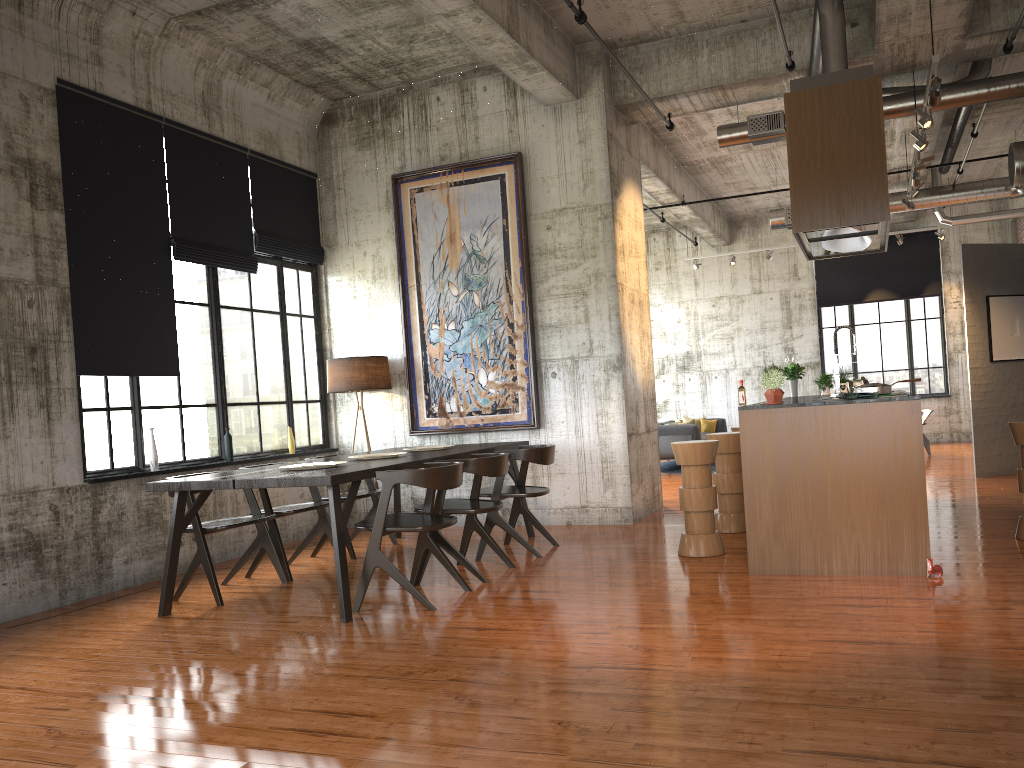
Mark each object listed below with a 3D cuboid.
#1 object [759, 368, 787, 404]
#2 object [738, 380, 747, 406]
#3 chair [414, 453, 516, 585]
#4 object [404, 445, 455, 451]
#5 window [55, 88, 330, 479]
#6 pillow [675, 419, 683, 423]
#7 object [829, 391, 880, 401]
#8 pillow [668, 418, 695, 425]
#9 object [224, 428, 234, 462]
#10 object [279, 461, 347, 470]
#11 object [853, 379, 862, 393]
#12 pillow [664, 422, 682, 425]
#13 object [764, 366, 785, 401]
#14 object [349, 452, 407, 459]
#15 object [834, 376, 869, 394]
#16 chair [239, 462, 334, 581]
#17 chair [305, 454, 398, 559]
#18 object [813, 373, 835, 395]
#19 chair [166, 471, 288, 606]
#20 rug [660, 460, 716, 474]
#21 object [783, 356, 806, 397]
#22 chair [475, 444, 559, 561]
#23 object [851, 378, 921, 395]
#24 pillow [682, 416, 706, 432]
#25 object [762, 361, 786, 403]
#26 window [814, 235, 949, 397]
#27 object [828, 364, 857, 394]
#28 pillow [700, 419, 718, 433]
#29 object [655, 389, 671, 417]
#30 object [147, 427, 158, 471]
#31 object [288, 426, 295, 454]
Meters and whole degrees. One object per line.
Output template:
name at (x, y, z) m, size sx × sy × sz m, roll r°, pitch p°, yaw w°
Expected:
object at (2.048, 0.014, 6.971) m, size 0.221 × 0.283 × 0.210 m, roll -4°, pitch 0°, yaw 30°
object at (1.856, 0.070, 7.154) m, size 0.056 × 0.208 × 0.056 m, roll -4°, pitch 0°, yaw 22°
chair at (-0.389, 1.103, 7.395) m, size 0.770 × 0.993 × 0.877 m, roll -4°, pitch 0°, yaw 22°
object at (-0.828, 0.643, 8.858) m, size 0.527 × 0.024 × 0.526 m, roll -5°, pitch -2°, yaw 32°
window at (-3.098, -0.855, 9.283) m, size 0.050 × 3.436 × 3.809 m, roll -4°, pitch 0°, yaw 22°
pillow at (3.401, 0.894, 17.963) m, size 0.229 × 0.371 × 0.404 m, roll -4°, pitch 0°, yaw 31°
object at (2.516, 0.080, 6.532) m, size 0.391 × 0.068 × 0.185 m, roll -3°, pitch -1°, yaw -22°
pillow at (3.125, 0.848, 16.018) m, size 0.537 × 0.446 × 0.260 m, roll -4°, pitch 0°, yaw 29°
object at (-2.941, 0.634, 9.198) m, size 0.080 × 0.352 × 0.080 m, roll -4°, pitch 1°, yaw -37°
object at (-1.572, 0.650, 7.027) m, size 0.527 × 0.024 × 0.526 m, roll -5°, pitch -2°, yaw 32°
object at (3.998, 0.024, 10.240) m, size 0.107 × 0.158 × 0.107 m, roll -4°, pitch 0°, yaw -33°
pillow at (2.969, 0.848, 16.214) m, size 0.365 × 0.315 × 0.171 m, roll -4°, pitch 0°, yaw 12°
object at (2.202, 0.001, 7.429) m, size 0.179 × 0.311 × 0.172 m, roll -4°, pitch 0°, yaw 28°
object at (-1.200, 0.647, 7.943) m, size 0.527 × 0.024 × 0.526 m, roll -5°, pitch -2°, yaw 32°
object at (7.216, 0.500, 18.786) m, size 0.728 × 1.296 × 0.455 m, roll -4°, pitch 0°, yaw 34°
chair at (-2.051, 1.234, 8.159) m, size 0.770 × 0.993 × 0.877 m, roll -4°, pitch 0°, yaw 23°
chair at (-1.676, 1.230, 9.104) m, size 0.770 × 0.993 × 0.877 m, roll -4°, pitch 0°, yaw 22°
object at (3.679, -0.001, 10.417) m, size 0.231 × 0.258 × 0.236 m, roll -4°, pitch 0°, yaw -30°
chair at (-2.390, 1.237, 7.325) m, size 0.770 × 0.993 × 0.877 m, roll -4°, pitch 0°, yaw 22°
rug at (4.969, 1.449, 16.682) m, size 4.842 × 0.009 × 4.850 m, roll -3°, pitch -1°, yaw -22°
object at (3.332, -0.095, 10.501) m, size 0.303 × 0.502 × 0.268 m, roll -4°, pitch 0°, yaw -26°
chair at (0.048, 1.096, 8.360) m, size 0.770 × 0.993 × 0.878 m, roll -4°, pitch 0°, yaw 18°
object at (2.944, 0.025, 6.894) m, size 0.728 × 0.120 × 0.331 m, roll -3°, pitch -1°, yaw -33°
pillow at (3.658, 0.858, 17.985) m, size 0.537 × 0.446 × 0.260 m, roll -4°, pitch 0°, yaw 29°
object at (2.115, -0.027, 7.201) m, size 0.186 × 0.367 × 0.196 m, roll -4°, pitch 0°, yaw -28°
window at (7.901, -1.346, 19.048) m, size 2.581 × 3.436 × 0.050 m, roll -4°, pitch 0°, yaw 22°
object at (3.853, -0.077, 10.319) m, size 0.361 × 0.381 × 0.306 m, roll -4°, pitch 0°, yaw -34°
pillow at (3.951, 0.853, 17.833) m, size 0.434 × 0.319 × 0.168 m, roll -4°, pitch 0°, yaw -3°
object at (1.420, 0.557, 12.063) m, size 1.890 × 2.064 × 1.511 m, roll -4°, pitch 0°, yaw 45°
object at (-3.337, 0.608, 8.238) m, size 0.082 × 0.411 × 0.082 m, roll -4°, pitch 0°, yaw -17°
object at (-2.536, 0.645, 10.187) m, size 0.073 × 0.318 × 0.074 m, roll -4°, pitch 0°, yaw -16°
